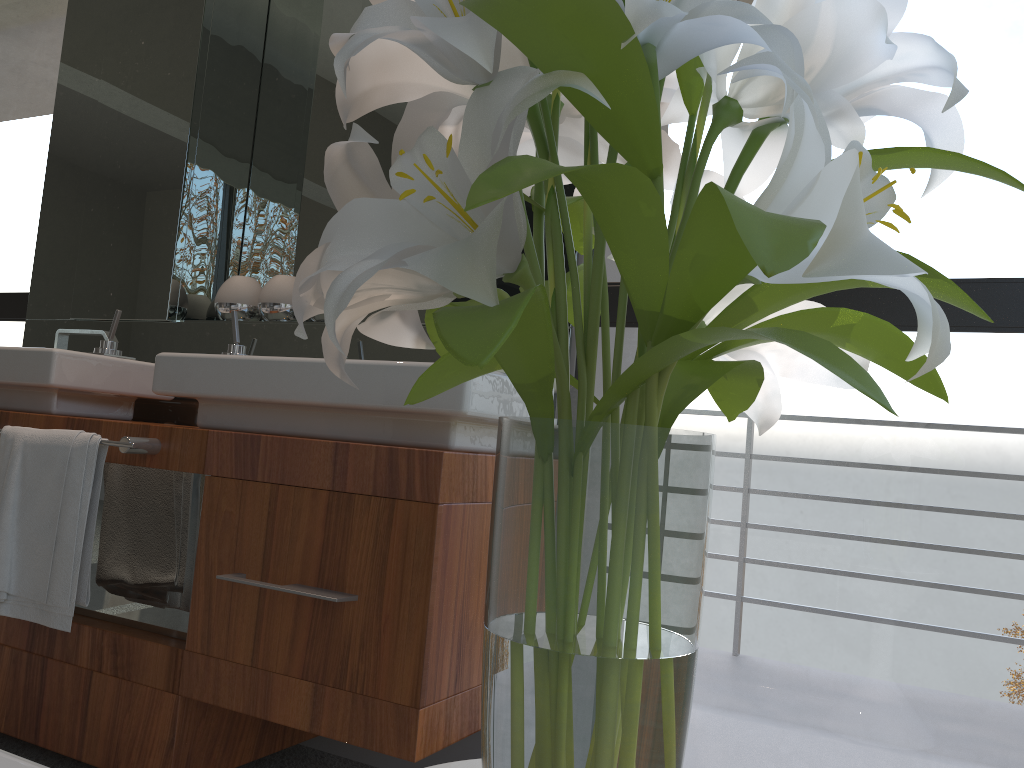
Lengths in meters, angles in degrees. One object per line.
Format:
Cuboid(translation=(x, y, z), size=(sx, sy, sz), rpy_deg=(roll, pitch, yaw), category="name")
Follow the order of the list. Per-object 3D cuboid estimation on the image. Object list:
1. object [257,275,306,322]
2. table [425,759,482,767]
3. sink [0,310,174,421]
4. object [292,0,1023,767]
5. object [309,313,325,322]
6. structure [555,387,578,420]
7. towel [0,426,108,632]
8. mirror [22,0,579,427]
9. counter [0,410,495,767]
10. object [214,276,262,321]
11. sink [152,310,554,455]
Cuboid(translation=(-0.597, -0.216, 2.331), size=(0.136, 0.131, 0.136), rpy_deg=(7, -5, -20), category="object")
Cuboid(translation=(0.023, 0.526, 0.535), size=(0.307, 0.479, 0.307), rpy_deg=(4, -5, 11), category="table")
Cuboid(translation=(-1.265, -0.062, 2.291), size=(0.750, 0.266, 0.352), rpy_deg=(3, -5, 27), category="sink")
Cuboid(translation=(0.079, -0.106, 0.602), size=(0.449, 0.796, 0.459), rpy_deg=(8, -6, -35), category="object")
Cuboid(translation=(-0.457, -0.210, 2.258), size=(0.136, 0.131, 0.136), rpy_deg=(7, -5, -20), category="object")
Cuboid(translation=(-0.003, 0.342, 1.555), size=(0.303, 0.989, 0.069), rpy_deg=(3, -5, 27), category="structure")
Cuboid(translation=(-0.917, 0.267, 1.707), size=(0.302, 0.369, 0.079), rpy_deg=(3, -5, 28), category="towel")
Cuboid(translation=(-0.577, -0.664, 2.396), size=(1.790, 1.619, 0.253), rpy_deg=(3, -5, 27), category="mirror")
Cuboid(translation=(-0.874, 0.437, 1.969), size=(1.848, 0.705, 0.524), rpy_deg=(3, -5, 27), category="counter")
Cuboid(translation=(-0.733, -0.223, 2.401), size=(0.136, 0.131, 0.136), rpy_deg=(7, -5, -20), category="object")
Cuboid(translation=(-0.324, -0.016, 1.802), size=(0.750, 0.266, 0.352), rpy_deg=(3, -5, 27), category="sink")
